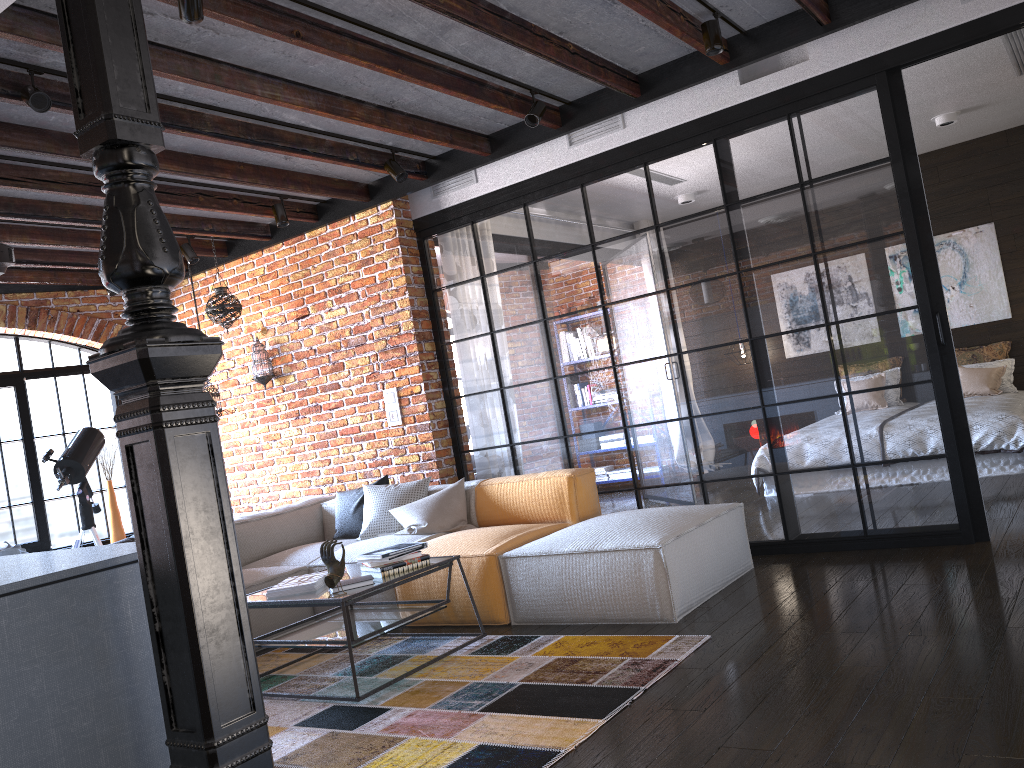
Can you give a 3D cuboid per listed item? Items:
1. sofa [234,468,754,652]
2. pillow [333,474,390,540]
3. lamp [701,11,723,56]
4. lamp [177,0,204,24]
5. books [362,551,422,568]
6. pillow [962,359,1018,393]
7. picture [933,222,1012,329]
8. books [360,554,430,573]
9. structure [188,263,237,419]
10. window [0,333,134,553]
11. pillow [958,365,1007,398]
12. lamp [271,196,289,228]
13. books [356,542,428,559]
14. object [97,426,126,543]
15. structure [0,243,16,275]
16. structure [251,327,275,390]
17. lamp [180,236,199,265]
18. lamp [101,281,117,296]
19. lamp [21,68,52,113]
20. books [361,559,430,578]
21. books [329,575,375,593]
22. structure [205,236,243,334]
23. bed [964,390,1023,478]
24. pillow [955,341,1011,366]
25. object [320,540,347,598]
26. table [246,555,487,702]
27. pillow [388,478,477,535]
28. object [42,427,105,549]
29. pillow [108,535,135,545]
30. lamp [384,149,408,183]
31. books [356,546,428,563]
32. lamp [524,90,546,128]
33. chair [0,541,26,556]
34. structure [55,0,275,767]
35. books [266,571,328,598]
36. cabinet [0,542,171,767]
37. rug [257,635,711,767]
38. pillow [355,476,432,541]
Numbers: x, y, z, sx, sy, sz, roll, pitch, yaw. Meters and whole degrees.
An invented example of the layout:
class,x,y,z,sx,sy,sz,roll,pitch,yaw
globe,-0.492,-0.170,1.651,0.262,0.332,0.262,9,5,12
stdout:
class,x,y,z,sx,sy,sz,roll,pitch,yaw
sofa,-0.760,0.984,4.597,3.302,0.697,2.535,-11,-2,34
pillow,-0.992,0.818,5.770,0.510,0.400,0.263,-11,-2,29
lamp,0.957,-1.659,4.189,0.114,0.184,0.082,-10,-2,-1
lamp,-1.100,-1.339,3.018,0.083,0.190,0.161,-9,-2,-19
books,-0.544,0.785,4.008,0.239,0.022,0.191,-9,-2,-21
pillow,4.069,-0.035,7.762,0.621,0.303,0.360,-11,-2,31
picture,3.974,-0.936,8.114,0.924,0.863,0.008,-11,-2,34
books,-0.527,0.803,3.988,0.251,0.023,0.209,-8,-3,-36
structure,-2.393,-0.359,6.819,0.339,1.437,0.389,-11,-2,35
window,-4.492,0.544,6.820,3.291,2.232,0.177,-8,-2,-38
pillow,3.972,-0.043,7.571,0.451,0.304,0.269,-11,-2,36
lamp,-1.550,-1.152,5.943,0.113,0.194,0.085,-10,-2,5
books,-0.540,0.750,3.991,0.267,0.014,0.196,-8,-3,-44
object,-3.277,0.793,7.343,0.270,1.053,0.299,-9,-2,-35
structure,-2.881,-0.930,4.525,0.464,0.816,0.409,-11,-2,34
structure,-1.912,-0.195,6.742,0.169,0.482,0.169,-11,-2,34
lamp,-2.378,-0.980,6.523,0.134,0.208,0.090,-10,-2,2
lamp,-3.235,-0.808,7.125,0.134,0.208,0.093,-10,-2,10
lamp,-1.911,-1.173,3.562,0.092,0.201,0.162,-8,-2,-39
books,-0.525,0.825,3.986,0.247,0.024,0.209,-8,-3,-36
books,-0.677,0.840,3.737,0.181,0.029,0.129,-9,-2,-18
structure,-2.157,-0.749,6.540,0.265,0.779,0.273,-9,-2,-16
bed,3.321,0.452,7.422,2.234,0.509,2.121,-11,-2,33
pillow,4.111,-0.116,7.904,0.646,0.491,0.306,-11,-2,34
object,-0.719,0.743,3.598,0.099,0.223,0.093,-9,-2,-16
table,-0.727,1.067,3.988,0.849,0.388,0.842,-11,-2,34
pillow,-0.480,0.755,5.268,0.485,0.314,0.358,-9,-2,-13
object,-3.144,1.050,6.425,0.570,1.471,0.616,-9,-2,-29
pillow,-2.018,0.956,4.903,0.239,0.417,0.538,-11,-2,24
lamp,-0.703,-1.313,5.367,0.150,0.210,0.093,-11,-2,36
books,-0.538,0.765,3.990,0.196,0.014,0.268,-11,-2,33
lamp,0.122,-1.480,4.776,0.082,0.207,0.159,-11,-2,34
chair,-3.615,0.202,5.481,0.682,2.220,0.802,-10,-2,-10
structure,0.320,-0.048,5.724,0.481,2.393,8.513,-10,-2,15
books,-0.938,0.892,3.963,0.225,0.038,0.309,-10,-2,4
cabinet,-2.032,1.044,2.765,2.962,0.844,0.607,-11,-2,34
rug,-0.557,1.236,3.596,2.365,0.013,1.431,-11,-2,34
pillow,-0.745,0.781,5.533,0.496,0.354,0.293,-11,-2,20
